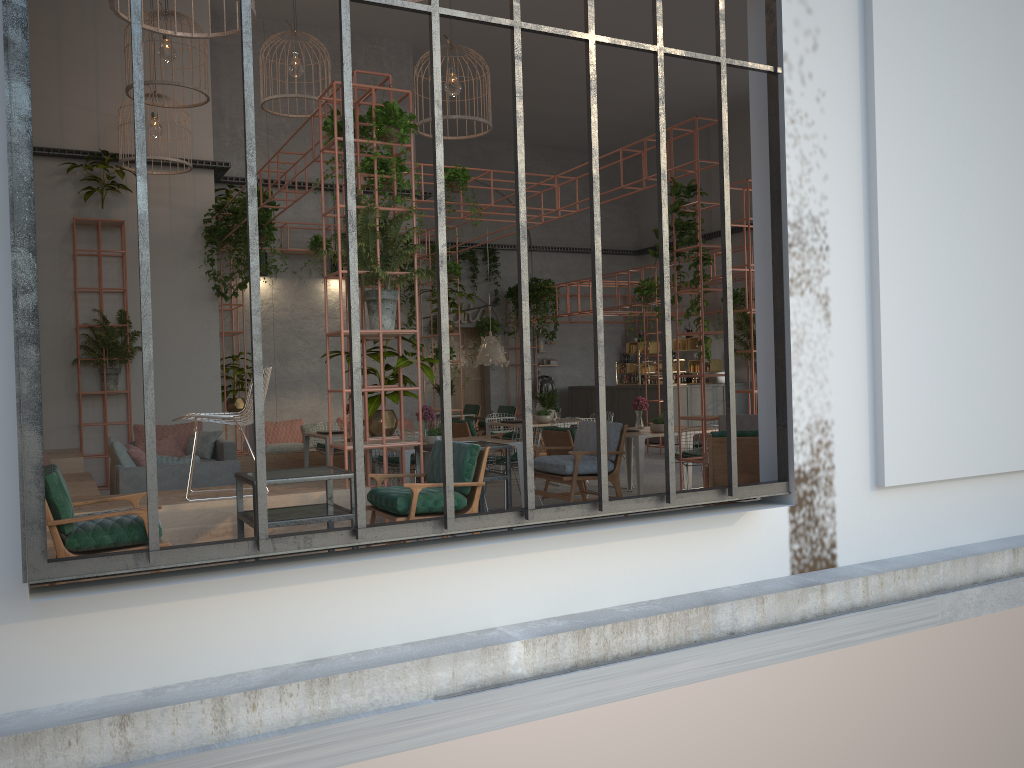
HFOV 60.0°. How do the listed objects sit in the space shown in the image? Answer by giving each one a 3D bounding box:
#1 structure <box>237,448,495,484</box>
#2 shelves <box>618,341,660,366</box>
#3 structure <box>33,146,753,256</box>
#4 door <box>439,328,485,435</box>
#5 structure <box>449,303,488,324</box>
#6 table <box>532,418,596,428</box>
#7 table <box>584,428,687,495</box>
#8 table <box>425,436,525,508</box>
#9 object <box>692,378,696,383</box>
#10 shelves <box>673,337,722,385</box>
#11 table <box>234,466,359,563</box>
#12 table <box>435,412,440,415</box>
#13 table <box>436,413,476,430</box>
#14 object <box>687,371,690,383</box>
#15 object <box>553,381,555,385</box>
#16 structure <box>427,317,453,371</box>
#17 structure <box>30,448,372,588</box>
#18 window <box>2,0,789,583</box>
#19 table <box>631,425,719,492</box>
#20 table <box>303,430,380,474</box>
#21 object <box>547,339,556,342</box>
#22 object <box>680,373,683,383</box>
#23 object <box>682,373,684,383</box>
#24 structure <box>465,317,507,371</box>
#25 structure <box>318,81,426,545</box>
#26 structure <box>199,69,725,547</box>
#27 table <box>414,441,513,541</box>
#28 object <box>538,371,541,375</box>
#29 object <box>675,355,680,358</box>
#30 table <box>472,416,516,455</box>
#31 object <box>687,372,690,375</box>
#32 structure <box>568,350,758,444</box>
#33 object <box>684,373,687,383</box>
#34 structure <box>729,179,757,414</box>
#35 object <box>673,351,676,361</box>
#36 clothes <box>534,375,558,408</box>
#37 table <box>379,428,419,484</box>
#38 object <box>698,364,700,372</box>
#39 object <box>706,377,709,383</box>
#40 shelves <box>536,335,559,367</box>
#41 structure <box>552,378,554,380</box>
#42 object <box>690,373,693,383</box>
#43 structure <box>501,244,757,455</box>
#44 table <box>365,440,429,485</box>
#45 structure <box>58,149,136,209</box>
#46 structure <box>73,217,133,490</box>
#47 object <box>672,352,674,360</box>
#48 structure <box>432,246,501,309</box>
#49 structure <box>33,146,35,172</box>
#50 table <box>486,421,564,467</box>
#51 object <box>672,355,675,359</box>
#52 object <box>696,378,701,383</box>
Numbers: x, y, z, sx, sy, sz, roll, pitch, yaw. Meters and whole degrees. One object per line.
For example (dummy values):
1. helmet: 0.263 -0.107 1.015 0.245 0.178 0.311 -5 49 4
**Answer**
1. structure: -3.576 1.254 16.467 4.386 0.500 5.831 -2 1 -27
2. shelves: 3.308 -0.145 22.416 0.328 1.838 1.750 -2 1 -27
3. structure: 0.123 -3.265 13.447 15.603 0.110 15.203 -2 1 -27
4. door: -1.433 -0.003 21.882 1.360 2.729 0.551 -2 1 -27
5. structure: -1.178 -1.694 21.213 1.312 0.505 0.063 -2 1 -27
6. table: 0.804 0.972 13.610 0.694 0.830 1.214 -2 1 -27
7. table: 1.485 0.993 10.823 0.694 0.830 1.205 -2 1 -27
8. table: -0.444 1.047 9.882 0.694 0.830 1.214 -2 1 -27
9. object: 4.214 -0.078 20.451 0.115 0.107 0.115 -2 1 -30
10. shelves: 4.191 -0.154 20.712 0.328 1.838 1.750 -2 1 -27
11. table: -1.335 0.949 5.509 0.635 0.798 0.602 -2 1 -27
12. table: -1.941 1.028 19.590 0.635 0.798 0.602 -2 1 -27
13. table: -1.133 1.019 18.032 0.635 0.798 0.602 -2 1 -27
14. object: 4.140 -0.167 20.781 0.065 0.280 0.065 -2 1 16
15. object: 1.056 -0.047 22.322 0.033 0.146 0.070 -1 1 34
16. structure: -1.815 -1.060 20.940 0.921 1.527 0.950 -2 1 6
17. structure: -3.717 0.839 8.089 3.396 1.111 9.152 -2 1 -27
18. window: -0.190 -2.037 4.430 4.126 5.544 0.089 -2 1 -27
19. table: 2.101 0.970 11.147 0.694 0.830 1.214 -2 1 -27
20. table: -2.317 1.082 11.987 0.694 0.830 1.205 -2 1 -27
21. object: 0.989 -1.101 22.234 0.263 0.101 0.013 -2 1 -27
22. object: 3.978 -0.147 20.897 0.072 0.248 0.094 -2 1 -27
23. object: 4.021 -0.147 20.805 0.082 0.246 0.082 -2 1 5
24. structure: -0.663 -1.081 21.586 0.950 1.527 0.921 -2 1 -29
25. structure: -0.967 -0.479 6.795 0.748 3.623 0.722 -2 1 -27
26. structure: -2.703 -0.879 14.082 4.501 4.345 14.096 -2 1 -29
27. table: -0.402 0.903 7.322 0.635 0.798 0.602 -2 1 -27
28. object: 0.682 -0.288 22.121 0.093 0.121 0.049 -2 1 -25
29. object: 3.956 -0.623 21.228 0.115 0.147 0.115 -2 1 -19
30. table: -0.326 1.011 16.474 0.635 0.798 0.602 -2 1 -27
31. object: 4.168 -0.153 20.997 0.072 0.248 0.094 -2 1 -27
32. structure: 3.477 0.232 20.784 2.579 2.022 4.057 -2 1 -27
33. object: 4.063 -0.170 20.734 0.066 0.291 0.066 -2 1 -43
34. structure: 2.770 -0.422 9.899 0.624 3.602 0.424 -2 1 -27
35. object: 3.916 -0.694 21.326 0.066 0.291 0.066 -2 1 12
36. clothes: 0.867 0.280 22.142 0.366 0.997 0.625 -1 1 43
37. table: -1.701 1.060 12.311 0.694 0.830 1.214 -2 1 -27
38. object: 4.288 -0.363 20.250 0.069 0.191 0.069 -2 1 -10
39. object: 4.487 -0.097 20.363 0.073 0.131 0.073 -2 1 -34
40. shelves: 0.888 -0.836 22.158 0.560 0.790 0.186 -2 1 -27
41. structure: 1.031 -0.131 22.323 0.066 0.044 0.019 -2 1 -27
42. object: 4.211 -0.173 20.821 0.074 0.287 0.072 -2 1 4
43. structure: 4.745 -0.565 16.147 4.157 4.247 14.689 -2 1 -27
44. table: -1.058 1.069 9.559 0.694 0.830 1.205 -2 1 -27
45. structure: -5.451 -2.744 11.834 0.934 0.803 0.903 -1 1 34
46. structure: -5.508 -0.397 11.952 0.624 3.596 0.424 -2 1 -27
47. object: 3.843 -0.692 21.291 0.066 0.291 0.066 -2 1 -21
48. structure: -1.149 -2.532 21.113 1.939 1.514 0.856 -2 1 -33
49. structure: -4.843 -2.545 8.254 0.670 1.290 1.434 -2 1 -27
50. table: 0.188 0.994 13.286 0.694 0.830 1.205 -2 1 -27
51. object: 3.839 -0.619 21.167 0.115 0.147 0.115 -2 1 -19
52. object: 4.274 -0.079 20.336 0.115 0.107 0.115 -1 1 29
